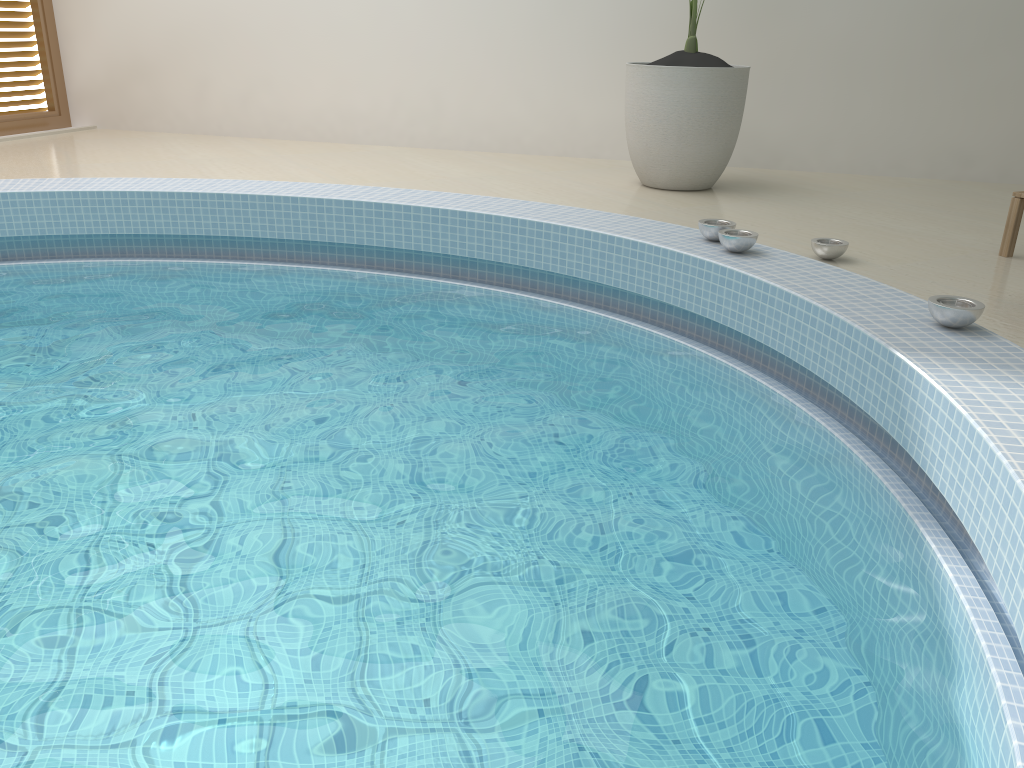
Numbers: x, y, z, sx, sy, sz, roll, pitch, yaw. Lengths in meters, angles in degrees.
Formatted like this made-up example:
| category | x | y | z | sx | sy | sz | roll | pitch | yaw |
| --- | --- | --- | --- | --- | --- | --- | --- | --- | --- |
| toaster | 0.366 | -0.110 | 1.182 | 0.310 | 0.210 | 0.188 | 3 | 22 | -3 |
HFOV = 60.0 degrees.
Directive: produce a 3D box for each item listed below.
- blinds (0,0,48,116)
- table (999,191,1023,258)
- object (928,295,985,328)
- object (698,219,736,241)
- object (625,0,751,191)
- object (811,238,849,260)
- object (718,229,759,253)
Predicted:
| category | x | y | z | sx | sy | sz | roll | pitch | yaw |
| --- | --- | --- | --- | --- | --- | --- | --- | --- | --- |
| blinds | -4.290 | -2.676 | 4.601 | 0.095 | 2.921 | 4.414 | 7 | 23 | 14 |
| table | 2.158 | -0.598 | 3.447 | 0.283 | 0.255 | 0.320 | -7 | 24 | -21 |
| object | 1.201 | -0.189 | 2.410 | 0.140 | 0.069 | 0.140 | -5 | 23 | -15 |
| object | 0.770 | -0.575 | 3.342 | 0.140 | 0.069 | 0.140 | -5 | 23 | -15 |
| object | 1.102 | -2.448 | 4.345 | 2.979 | 2.960 | 2.729 | -6 | 23 | -19 |
| object | 1.230 | -0.520 | 3.445 | 0.140 | 0.069 | 0.140 | -5 | 23 | -15 |
| object | 0.807 | -0.507 | 3.176 | 0.140 | 0.069 | 0.140 | -5 | 23 | -15 |
